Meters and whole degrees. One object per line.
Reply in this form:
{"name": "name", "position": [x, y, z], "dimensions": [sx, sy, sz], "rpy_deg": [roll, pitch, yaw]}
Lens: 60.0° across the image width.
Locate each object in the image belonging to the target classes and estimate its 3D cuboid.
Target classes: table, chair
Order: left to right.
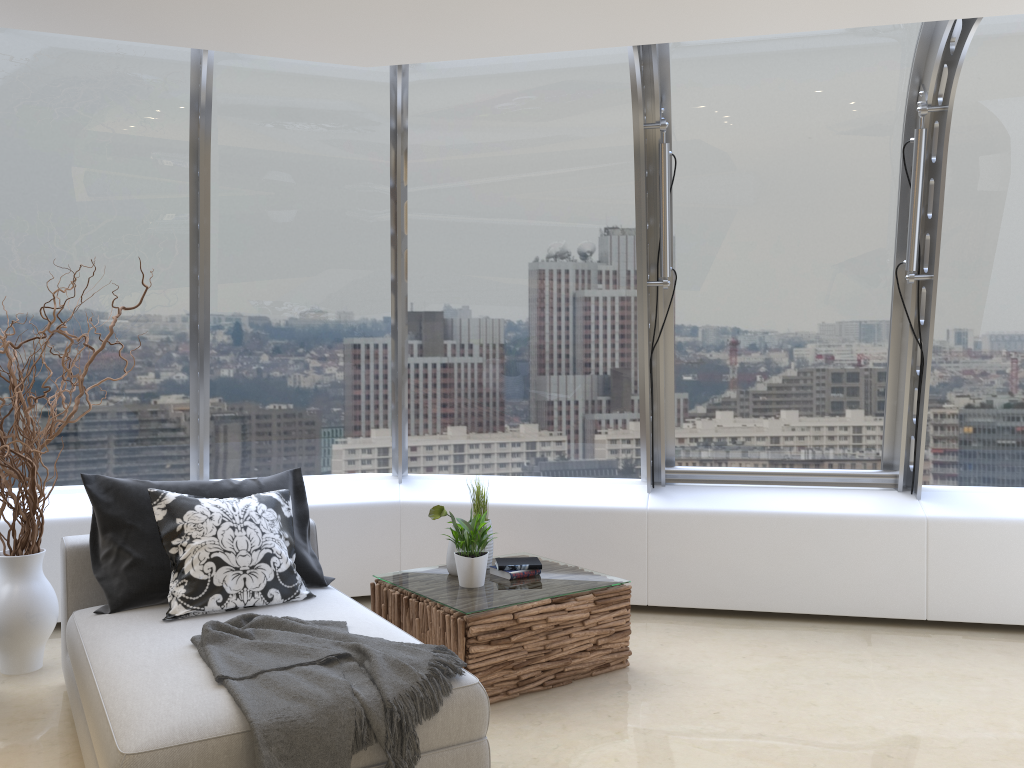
{"name": "chair", "position": [-1.084, 1.059, 3.550], "dimensions": [1.176, 0.690, 2.068], "rpy_deg": [-1, 1, -30]}
{"name": "table", "position": [-0.060, 1.179, 4.399], "dimensions": [1.007, 0.436, 0.923], "rpy_deg": [-1, 1, -35]}

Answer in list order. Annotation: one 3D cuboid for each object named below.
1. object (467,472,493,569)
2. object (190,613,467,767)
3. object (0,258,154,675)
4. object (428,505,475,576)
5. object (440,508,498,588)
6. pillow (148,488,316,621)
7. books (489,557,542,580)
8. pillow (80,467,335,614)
{"name": "object", "position": [-0.171, 0.705, 4.641], "dimensions": [0.153, 0.511, 0.150], "rpy_deg": [-1, 1, -32]}
{"name": "object", "position": [-0.620, 1.035, 3.081], "dimensions": [0.825, 0.359, 1.024], "rpy_deg": [-1, 1, -32]}
{"name": "object", "position": [-2.616, 0.367, 4.229], "dimensions": [1.370, 2.059, 1.508], "rpy_deg": [0, 1, 0]}
{"name": "object", "position": [-0.308, 0.779, 4.447], "dimensions": [0.152, 0.370, 0.297], "rpy_deg": [1, 1, 44]}
{"name": "object", "position": [-0.199, 0.784, 4.259], "dimensions": [0.284, 0.369, 0.215], "rpy_deg": [0, 1, 33]}
{"name": "pillow", "position": [-1.210, 0.711, 3.856], "dimensions": [0.683, 0.528, 0.431], "rpy_deg": [-1, 1, -36]}
{"name": "books", "position": [0.025, 0.930, 4.476], "dimensions": [0.265, 0.063, 0.246], "rpy_deg": [0, 1, -14]}
{"name": "pillow", "position": [-1.388, 0.690, 4.101], "dimensions": [1.070, 0.597, 0.510], "rpy_deg": [-1, 1, -31]}
